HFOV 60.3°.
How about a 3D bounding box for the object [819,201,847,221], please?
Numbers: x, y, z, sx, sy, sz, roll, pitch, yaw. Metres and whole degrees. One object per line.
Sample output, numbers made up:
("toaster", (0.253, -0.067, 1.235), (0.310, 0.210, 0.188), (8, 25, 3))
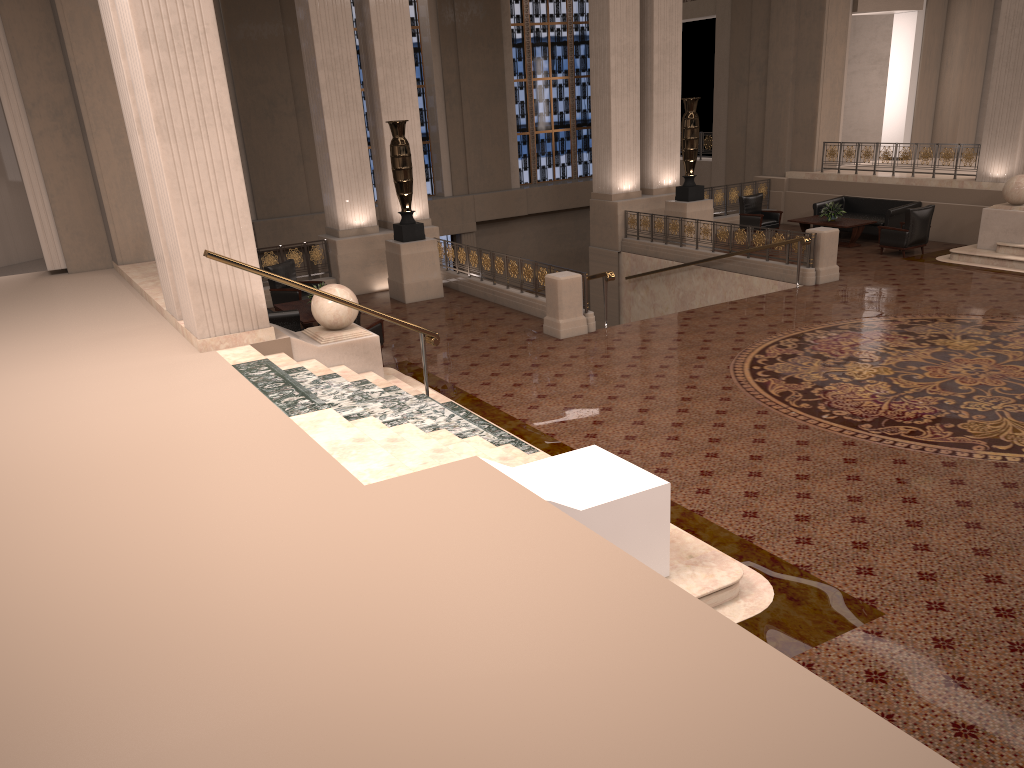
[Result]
("object", (6.179, -3.350, 17.004), (0.502, 0.392, 0.504), (-2, 20, 4))

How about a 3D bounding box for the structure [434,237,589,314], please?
("structure", (-0.168, -1.806, 13.979), (0.078, 0.560, 4.801), (-16, 22, -26))

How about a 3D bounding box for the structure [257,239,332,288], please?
("structure", (-4.311, -1.956, 14.919), (2.506, 0.682, 0.031), (-13, 25, -26))

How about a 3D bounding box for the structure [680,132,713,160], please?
("structure", (4.521, -6.141, 22.714), (0.030, 0.696, 2.097), (-16, 22, -27))

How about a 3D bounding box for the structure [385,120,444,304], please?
("structure", (-1.712, -2.817, 14.459), (0.692, 2.906, 0.680), (-15, 25, -26))

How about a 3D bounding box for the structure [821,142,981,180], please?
("structure", (7.606, -4.462, 17.511), (0.031, 0.651, 3.594), (-16, 22, -27))

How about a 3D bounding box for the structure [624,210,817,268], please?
("structure", (3.501, -2.655, 15.803), (0.078, 0.560, 4.805), (-16, 22, -28))

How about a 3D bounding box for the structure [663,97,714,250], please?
("structure", (3.428, -4.007, 17.015), (0.692, 2.906, 0.680), (-15, 25, -26))

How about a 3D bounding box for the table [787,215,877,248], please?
("table", (6.210, -2.965, 17.187), (0.829, 0.454, 1.435), (-14, 21, -27))

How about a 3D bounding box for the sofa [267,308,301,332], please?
("sofa", (-3.603, -0.825, 12.261), (0.864, 0.737, 1.870), (-15, 22, -27))

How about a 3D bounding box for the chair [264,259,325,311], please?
("chair", (-3.451, -1.507, 14.077), (0.713, 0.880, 0.625), (6, 24, 25))

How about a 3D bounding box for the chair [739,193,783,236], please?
("chair", (5.160, -3.502, 18.363), (0.638, 0.880, 0.700), (-17, 25, -31))

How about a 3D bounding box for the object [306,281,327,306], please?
("object", (-2.678, -1.264, 12.493), (0.502, 0.392, 0.504), (-2, 20, 4))

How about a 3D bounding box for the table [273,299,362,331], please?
("table", (-2.797, -0.880, 12.708), (0.829, 0.454, 1.435), (-14, 21, -27))

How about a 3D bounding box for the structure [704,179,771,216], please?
("structure", (4.742, -4.052, 19.421), (2.506, 0.682, 0.031), (-13, 25, -26))

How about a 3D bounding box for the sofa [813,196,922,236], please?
("sofa", (6.996, -3.279, 17.532), (0.864, 0.737, 1.870), (-15, 22, -27))

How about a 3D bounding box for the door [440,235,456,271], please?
("door", (-2.130, -2.663, 23.962), (1.474, 2.839, 0.150), (-15, 25, -25))

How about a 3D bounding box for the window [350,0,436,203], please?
("window", (-3.522, -7.324, 21.905), (2.953, 5.585, 0.067), (-15, 25, -25))

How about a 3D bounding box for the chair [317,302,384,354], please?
("chair", (-2.072, -0.687, 11.311), (0.645, 0.880, 0.691), (4, 23, 20))

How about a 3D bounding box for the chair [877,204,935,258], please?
("chair", (6.992, -2.733, 15.657), (0.640, 0.880, 0.697), (-15, 24, -26))

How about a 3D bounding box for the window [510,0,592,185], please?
("window", (1.055, -8.383, 24.181), (2.953, 5.585, 0.067), (-15, 25, -25))
